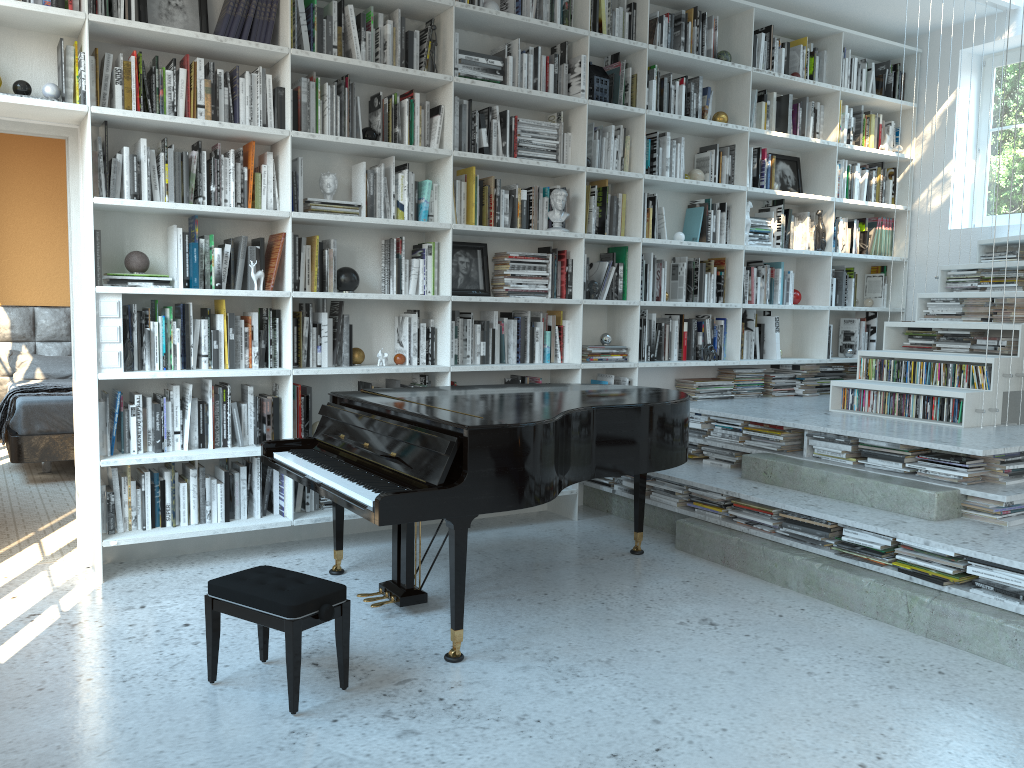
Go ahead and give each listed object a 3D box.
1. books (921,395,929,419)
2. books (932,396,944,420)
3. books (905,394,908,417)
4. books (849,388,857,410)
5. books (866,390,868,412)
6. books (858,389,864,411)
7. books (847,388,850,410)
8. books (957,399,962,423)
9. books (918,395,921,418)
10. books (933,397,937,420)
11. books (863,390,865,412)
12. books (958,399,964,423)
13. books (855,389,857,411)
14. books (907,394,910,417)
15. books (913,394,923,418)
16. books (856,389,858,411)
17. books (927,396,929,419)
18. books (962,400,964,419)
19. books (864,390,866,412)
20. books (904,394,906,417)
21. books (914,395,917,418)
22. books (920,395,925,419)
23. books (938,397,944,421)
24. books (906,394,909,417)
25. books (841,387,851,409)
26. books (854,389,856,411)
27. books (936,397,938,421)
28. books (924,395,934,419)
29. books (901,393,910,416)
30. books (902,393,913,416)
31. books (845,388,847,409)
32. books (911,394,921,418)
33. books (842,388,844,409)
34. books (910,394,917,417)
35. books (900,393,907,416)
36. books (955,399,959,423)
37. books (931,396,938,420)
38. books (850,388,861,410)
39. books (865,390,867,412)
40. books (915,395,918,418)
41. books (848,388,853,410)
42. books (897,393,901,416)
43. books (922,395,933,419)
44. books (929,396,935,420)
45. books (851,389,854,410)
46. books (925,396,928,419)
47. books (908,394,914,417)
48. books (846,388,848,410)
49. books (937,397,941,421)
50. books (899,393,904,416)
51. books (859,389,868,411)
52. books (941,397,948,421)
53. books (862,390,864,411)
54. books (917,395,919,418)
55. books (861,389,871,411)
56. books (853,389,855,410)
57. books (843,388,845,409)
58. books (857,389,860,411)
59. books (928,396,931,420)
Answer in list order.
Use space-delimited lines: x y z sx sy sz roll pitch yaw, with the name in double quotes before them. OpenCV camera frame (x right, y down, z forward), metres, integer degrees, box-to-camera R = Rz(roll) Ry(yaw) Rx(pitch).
"books" 2.275 0.124 4.838 0.125 0.125 0.008 -2 6 -31
"books" 2.309 0.129 4.781 0.125 0.125 0.008 -2 6 -31
"books" 2.225 0.116 4.919 0.125 0.125 0.008 -2 6 -31
"books" 2.035 0.088 5.229 0.125 0.125 0.008 -2 6 -31
"books" 2.096 0.097 5.130 0.125 0.125 0.008 -2 6 -31
"books" 2.067 0.093 5.175 0.125 0.125 0.008 -2 6 -31
"books" 2.027 0.087 5.242 0.125 0.125 0.007 -2 6 -31
"books" 2.383 0.140 4.661 0.125 0.125 0.009 -2 6 -31
"books" 2.266 0.123 4.852 0.125 0.125 0.011 -2 6 -31
"books" 2.314 0.130 4.773 0.125 0.125 0.010 -2 6 -31
"books" 2.084 0.095 5.149 0.125 0.125 0.007 -2 6 -31
"books" 2.389 0.141 4.652 0.125 0.125 0.016 -2 6 -31
"books" 2.056 0.091 5.195 0.125 0.125 0.009 -2 6 -31
"books" 2.233 0.118 4.906 0.125 0.125 0.010 -2 6 -31
"books" 2.249 0.120 4.879 0.125 0.125 0.008 -2 6 -31
"books" 2.060 0.092 5.188 0.125 0.125 0.007 -2 6 -31
"books" 2.294 0.127 4.807 0.125 0.125 0.007 -2 6 -31
"books" 2.396 0.142 4.640 0.125 0.125 0.013 -2 6 -31
"books" 2.088 0.096 5.142 0.125 0.125 0.007 -2 6 -31
"books" 2.221 0.116 4.926 0.125 0.125 0.007 -2 6 -31
"books" 2.253 0.121 4.873 0.125 0.125 0.007 -2 6 -31
"books" 2.271 0.123 4.844 0.125 0.125 0.008 -2 6 -31
"books" 2.330 0.132 4.748 0.125 0.125 0.012 -2 6 -31
"books" 2.229 0.117 4.912 0.125 0.125 0.008 -2 6 -31
"books" 2.005 0.084 5.277 0.125 0.125 0.007 -2 6 -31
"books" 2.052 0.091 5.201 0.125 0.125 0.009 -2 6 -31
"books" 2.320 0.131 4.764 0.125 0.125 0.010 -2 6 -31
"books" 2.283 0.125 4.823 0.125 0.125 0.012 -2 6 -31
"books" 2.213 0.115 4.939 0.125 0.125 0.008 -2 6 -31
"books" 2.217 0.115 4.932 0.125 0.125 0.008 -2 6 -31
"books" 2.018 0.085 5.257 0.125 0.125 0.010 -2 6 -31
"books" 2.245 0.120 4.886 0.125 0.125 0.008 -2 6 -31
"books" 2.009 0.084 5.270 0.125 0.125 0.008 -2 6 -31
"books" 2.241 0.119 4.892 0.125 0.125 0.008 -2 6 -31
"books" 2.209 0.114 4.945 0.125 0.125 0.008 -2 6 -31
"books" 2.378 0.140 4.670 0.125 0.125 0.011 -2 6 -31
"books" 2.305 0.129 4.788 0.125 0.125 0.008 -2 6 -31
"books" 2.038 0.089 5.223 0.125 0.125 0.008 -2 6 -31
"books" 2.092 0.097 5.136 0.125 0.125 0.007 -2 6 -31
"books" 2.257 0.121 4.866 0.125 0.125 0.008 -2 6 -31
"books" 2.031 0.087 5.235 0.125 0.125 0.007 -2 6 -31
"books" 2.201 0.113 4.958 0.125 0.125 0.008 -2 6 -31
"books" 2.279 0.125 4.831 0.125 0.125 0.010 -2 6 -31
"books" 2.301 0.128 4.794 0.125 0.125 0.007 -2 6 -31
"books" 2.043 0.089 5.216 0.125 0.125 0.010 -2 6 -31
"books" 2.289 0.126 4.814 0.125 0.125 0.008 -2 6 -31
"books" 2.237 0.118 4.900 0.125 0.125 0.010 -2 6 -31
"books" 2.023 0.086 5.249 0.125 0.125 0.009 -2 6 -31
"books" 2.324 0.131 4.757 0.125 0.125 0.008 -2 6 -31
"books" 2.205 0.114 4.951 0.125 0.125 0.008 -2 6 -31
"books" 2.072 0.094 5.169 0.125 0.125 0.008 -2 6 -31
"books" 2.336 0.133 4.739 0.125 0.125 0.010 -2 6 -31
"books" 2.080 0.095 5.155 0.125 0.125 0.008 -2 6 -31
"books" 2.262 0.122 4.858 0.125 0.125 0.011 -2 6 -31
"books" 2.076 0.094 5.162 0.125 0.125 0.008 -2 6 -31
"books" 2.047 0.090 5.208 0.125 0.125 0.007 -2 6 -31
"books" 2.013 0.085 5.264 0.125 0.125 0.008 -2 6 -31
"books" 2.064 0.092 5.181 0.125 0.125 0.008 -2 6 -31
"books" 2.297 0.127 4.801 0.125 0.125 0.007 -2 6 -31
